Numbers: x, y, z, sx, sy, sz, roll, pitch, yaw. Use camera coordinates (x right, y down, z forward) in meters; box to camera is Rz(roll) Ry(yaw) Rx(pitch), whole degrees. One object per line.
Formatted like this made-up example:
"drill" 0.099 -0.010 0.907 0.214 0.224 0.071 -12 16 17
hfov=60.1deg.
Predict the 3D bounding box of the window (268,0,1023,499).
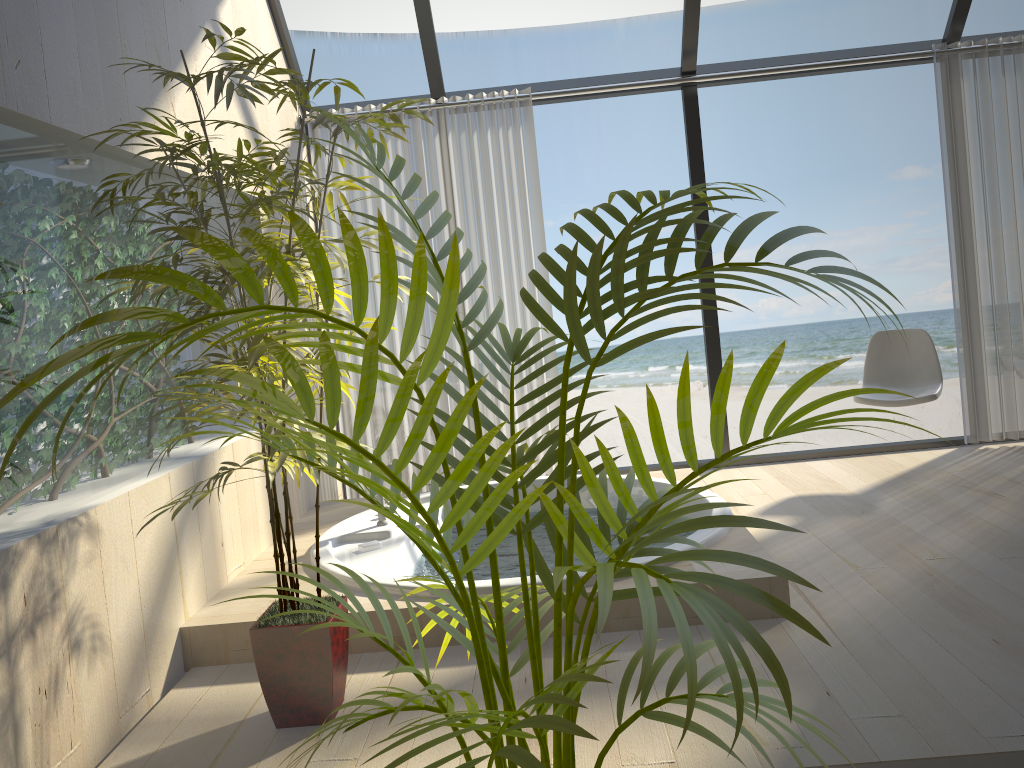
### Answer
"window" 1.199 -0.940 4.423 4.559 2.808 0.747 -5 2 2

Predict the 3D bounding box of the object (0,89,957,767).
"object" 0.067 0.219 1.164 1.066 1.342 0.874 -6 3 -9

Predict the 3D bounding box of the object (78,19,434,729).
"object" -0.664 -0.012 2.265 0.785 1.753 0.939 -4 3 27

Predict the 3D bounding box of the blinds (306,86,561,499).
"blinds" -0.389 -0.464 4.689 1.182 2.066 0.084 -6 2 2

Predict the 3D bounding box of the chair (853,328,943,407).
"chair" 1.861 -0.077 4.275 0.368 0.346 0.456 -3 5 31

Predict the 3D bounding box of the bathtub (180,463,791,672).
"bathtub" -0.061 0.638 3.454 1.820 0.697 1.653 -5 5 2

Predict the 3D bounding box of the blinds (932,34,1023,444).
"blinds" 2.849 -0.772 4.566 1.182 2.066 0.084 -6 2 2
